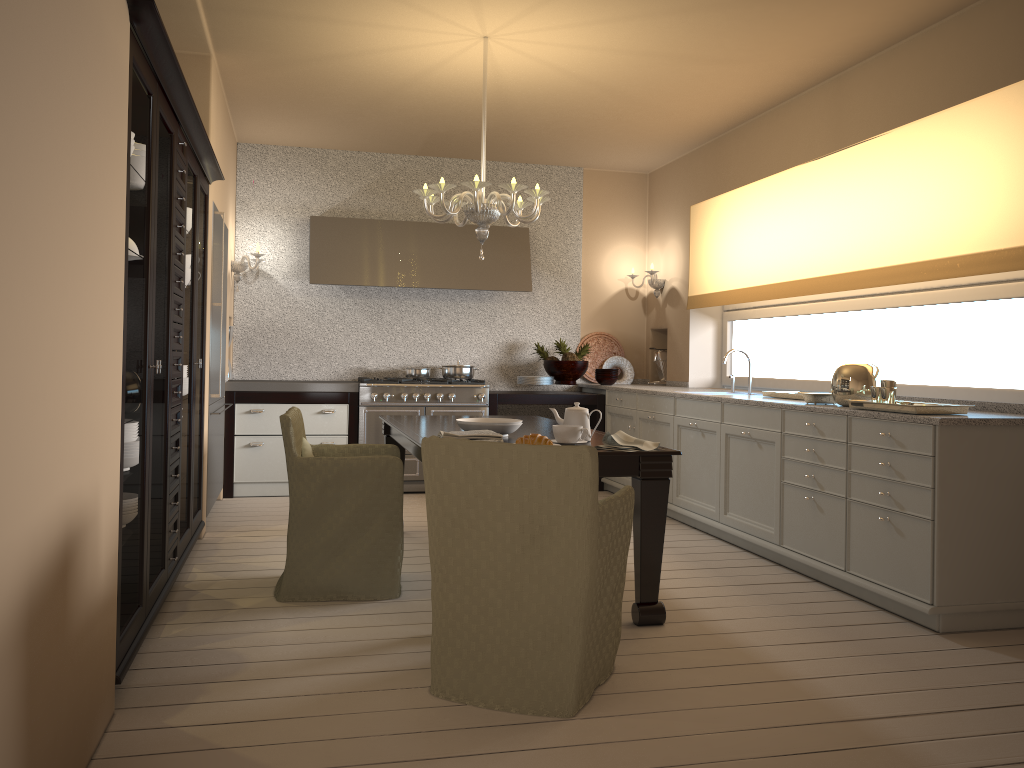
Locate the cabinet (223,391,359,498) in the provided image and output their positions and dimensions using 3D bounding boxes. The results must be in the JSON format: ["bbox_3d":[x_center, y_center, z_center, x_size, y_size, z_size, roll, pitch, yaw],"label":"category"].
[{"bbox_3d":[-1.587,0.408,6.393,0.896,0.725,0.637,1,0,-14],"label":"cabinet"}]

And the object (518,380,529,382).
[{"bbox_3d":[0.178,-0.021,6.710,0.278,0.011,0.278,0,2,-27],"label":"object"}]

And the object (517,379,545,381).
[{"bbox_3d":[0.178,-0.027,6.710,0.278,0.011,0.278,0,2,-27],"label":"object"}]

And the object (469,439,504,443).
[{"bbox_3d":[-0.171,0.220,3.395,0.232,0.027,0.164,2,2,41],"label":"object"}]

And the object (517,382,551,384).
[{"bbox_3d":[0.178,-0.004,6.709,0.278,0.011,0.278,0,2,-27],"label":"object"}]

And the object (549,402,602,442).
[{"bbox_3d":[0.255,0.152,3.581,0.198,0.156,0.118,1,0,-8],"label":"object"}]

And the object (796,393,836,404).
[{"bbox_3d":[1.460,0.068,4.184,0.197,0.048,0.153,1,1,-14],"label":"object"}]

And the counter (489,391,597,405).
[{"bbox_3d":[0.195,0.105,6.846,0.764,0.079,0.600,1,2,-14],"label":"counter"}]

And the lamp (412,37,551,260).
[{"bbox_3d":[-0.140,-1.177,4.403,0.675,1.128,0.701,1,0,4],"label":"lamp"}]

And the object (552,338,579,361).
[{"bbox_3d":[0.413,-0.229,6.877,0.160,0.278,0.269,1,0,-32],"label":"object"}]

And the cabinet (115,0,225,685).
[{"bbox_3d":[-1.697,-0.147,3.450,0.888,1.840,2.489,1,1,-14],"label":"cabinet"}]

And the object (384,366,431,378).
[{"bbox_3d":[-0.793,-0.092,6.781,0.370,0.090,0.198,2,1,28],"label":"object"}]

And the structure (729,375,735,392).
[{"bbox_3d":[1.451,0.005,5.840,0.036,0.135,0.024,1,-1,-14],"label":"structure"}]

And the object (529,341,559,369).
[{"bbox_3d":[0.273,-0.201,6.965,0.278,0.284,0.138,1,0,32],"label":"object"}]

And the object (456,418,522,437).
[{"bbox_3d":[-0.096,0.186,3.750,0.281,0.066,0.282,1,2,-19],"label":"object"}]

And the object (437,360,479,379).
[{"bbox_3d":[-0.413,-0.114,6.822,0.265,0.146,0.265,2,1,34],"label":"object"}]

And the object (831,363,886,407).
[{"bbox_3d":[1.566,0.006,4.006,0.235,0.195,0.235,1,1,3],"label":"object"}]

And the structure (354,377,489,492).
[{"bbox_3d":[-0.687,0.363,6.575,0.929,0.805,0.705,1,0,-14],"label":"structure"}]

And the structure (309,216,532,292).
[{"bbox_3d":[-0.699,-0.974,6.784,1.661,0.510,0.480,1,0,-14],"label":"structure"}]

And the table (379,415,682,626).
[{"bbox_3d":[-0.067,0.537,4.089,0.918,0.653,1.991,1,1,-14],"label":"table"}]

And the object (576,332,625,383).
[{"bbox_3d":[0.732,-0.218,7.348,0.431,0.430,0.064,1,-1,-14],"label":"object"}]

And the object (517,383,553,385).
[{"bbox_3d":[0.178,0.004,6.709,0.278,0.011,0.278,0,2,-27],"label":"object"}]

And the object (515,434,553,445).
[{"bbox_3d":[0.081,0.206,3.211,0.138,0.051,0.062,1,1,5],"label":"object"}]

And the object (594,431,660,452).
[{"bbox_3d":[0.436,0.209,3.302,0.197,0.063,0.204,2,2,39],"label":"object"}]

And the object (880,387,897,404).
[{"bbox_3d":[1.546,0.059,3.642,0.063,0.090,0.063,1,0,-41],"label":"object"}]

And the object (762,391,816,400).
[{"bbox_3d":[1.573,0.062,4.804,0.240,0.030,0.429,1,2,-14],"label":"object"}]

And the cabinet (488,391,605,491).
[{"bbox_3d":[0.190,0.427,6.843,0.896,0.725,0.600,1,0,-14],"label":"cabinet"}]

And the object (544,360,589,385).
[{"bbox_3d":[0.420,-0.089,6.915,0.351,0.188,0.351,0,1,-31],"label":"object"}]

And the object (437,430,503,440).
[{"bbox_3d":[-0.166,0.204,3.431,0.233,0.051,0.164,1,1,-14],"label":"object"}]

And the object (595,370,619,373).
[{"bbox_3d":[0.730,-0.072,6.832,0.180,0.064,0.180,1,1,-6],"label":"object"}]

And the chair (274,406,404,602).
[{"bbox_3d":[-0.706,0.510,3.753,0.561,0.801,0.563,1,0,-8],"label":"chair"}]

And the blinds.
[{"bbox_3d":[1.755,-0.896,4.951,0.022,0.782,3.550,1,1,-14],"label":"blinds"}]

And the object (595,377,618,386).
[{"bbox_3d":[0.728,-0.018,6.831,0.180,0.063,0.180,0,2,-36],"label":"object"}]

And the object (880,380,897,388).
[{"bbox_3d":[1.547,0.029,3.642,0.063,0.090,0.063,1,0,-41],"label":"object"}]

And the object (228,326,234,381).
[{"bbox_3d":[-2.099,-0.224,6.414,0.155,0.394,0.155,1,0,-25],"label":"object"}]

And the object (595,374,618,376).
[{"bbox_3d":[0.729,-0.045,6.831,0.180,0.063,0.180,0,2,-36],"label":"object"}]

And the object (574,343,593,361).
[{"bbox_3d":[0.516,-0.197,7.002,0.275,0.284,0.138,1,0,-29],"label":"object"}]

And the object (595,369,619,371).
[{"bbox_3d":[0.733,-0.086,6.832,0.180,0.065,0.180,1,1,-6],"label":"object"}]

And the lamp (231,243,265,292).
[{"bbox_3d":[-1.921,-0.833,6.408,0.269,0.341,0.479,1,1,-16],"label":"lamp"}]

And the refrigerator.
[{"bbox_3d":[-2.091,-0.156,5.320,0.741,1.735,1.103,1,0,-14],"label":"refrigerator"}]

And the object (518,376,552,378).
[{"bbox_3d":[0.179,-0.049,6.710,0.278,0.011,0.278,0,2,-27],"label":"object"}]

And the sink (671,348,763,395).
[{"bbox_3d":[1.293,0.017,5.474,0.458,0.481,0.538,1,1,-14],"label":"sink"}]

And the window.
[{"bbox_3d":[2.044,-0.595,4.998,0.047,1.353,3.568,1,1,-14],"label":"window"}]

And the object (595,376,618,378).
[{"bbox_3d":[0.729,-0.030,6.831,0.180,0.063,0.180,0,2,-36],"label":"object"}]

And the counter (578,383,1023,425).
[{"bbox_3d":[1.361,0.055,5.350,0.652,0.068,4.240,1,2,-14],"label":"counter"}]

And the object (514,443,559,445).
[{"bbox_3d":[0.083,0.229,3.222,0.194,0.014,0.194,0,2,-38],"label":"object"}]

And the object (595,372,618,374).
[{"bbox_3d":[0.727,-0.060,6.831,0.180,0.066,0.180,1,1,-21],"label":"object"}]

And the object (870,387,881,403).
[{"bbox_3d":[1.535,0.057,3.715,0.063,0.090,0.063,1,0,-41],"label":"object"}]

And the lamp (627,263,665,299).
[{"bbox_3d":[1.119,-0.822,7.150,0.264,0.267,0.479,1,1,-16],"label":"lamp"}]

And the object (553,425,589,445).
[{"bbox_3d":[0.218,0.197,3.424,0.125,0.070,0.116,1,1,-20],"label":"object"}]

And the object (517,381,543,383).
[{"bbox_3d":[0.178,-0.012,6.709,0.278,0.011,0.278,0,2,-27],"label":"object"}]

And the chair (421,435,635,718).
[{"bbox_3d":[0.060,0.552,2.725,0.563,0.801,0.561,1,0,22],"label":"chair"}]

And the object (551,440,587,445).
[{"bbox_3d":[0.214,0.227,3.421,0.154,0.012,0.154,2,2,37],"label":"object"}]

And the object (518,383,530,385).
[{"bbox_3d":[0.178,0.001,6.708,0.278,0.011,0.278,0,2,-27],"label":"object"}]

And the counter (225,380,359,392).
[{"bbox_3d":[-1.583,0.013,6.410,0.896,0.062,0.600,1,2,-14],"label":"counter"}]

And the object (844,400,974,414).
[{"bbox_3d":[1.608,0.093,3.619,0.274,0.034,0.446,1,2,-14],"label":"object"}]

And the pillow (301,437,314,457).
[{"bbox_3d":[-0.810,0.378,3.750,0.192,0.295,0.440,1,1,-14],"label":"pillow"}]

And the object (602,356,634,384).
[{"bbox_3d":[0.874,-0.096,7.307,0.282,0.273,0.093,1,0,-12],"label":"object"}]

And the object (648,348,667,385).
[{"bbox_3d":[1.317,-0.140,7.243,0.391,0.306,0.382,1,1,-14],"label":"object"}]

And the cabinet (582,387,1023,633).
[{"bbox_3d":[1.409,0.466,5.362,0.846,0.771,4.223,1,1,-14],"label":"cabinet"}]
